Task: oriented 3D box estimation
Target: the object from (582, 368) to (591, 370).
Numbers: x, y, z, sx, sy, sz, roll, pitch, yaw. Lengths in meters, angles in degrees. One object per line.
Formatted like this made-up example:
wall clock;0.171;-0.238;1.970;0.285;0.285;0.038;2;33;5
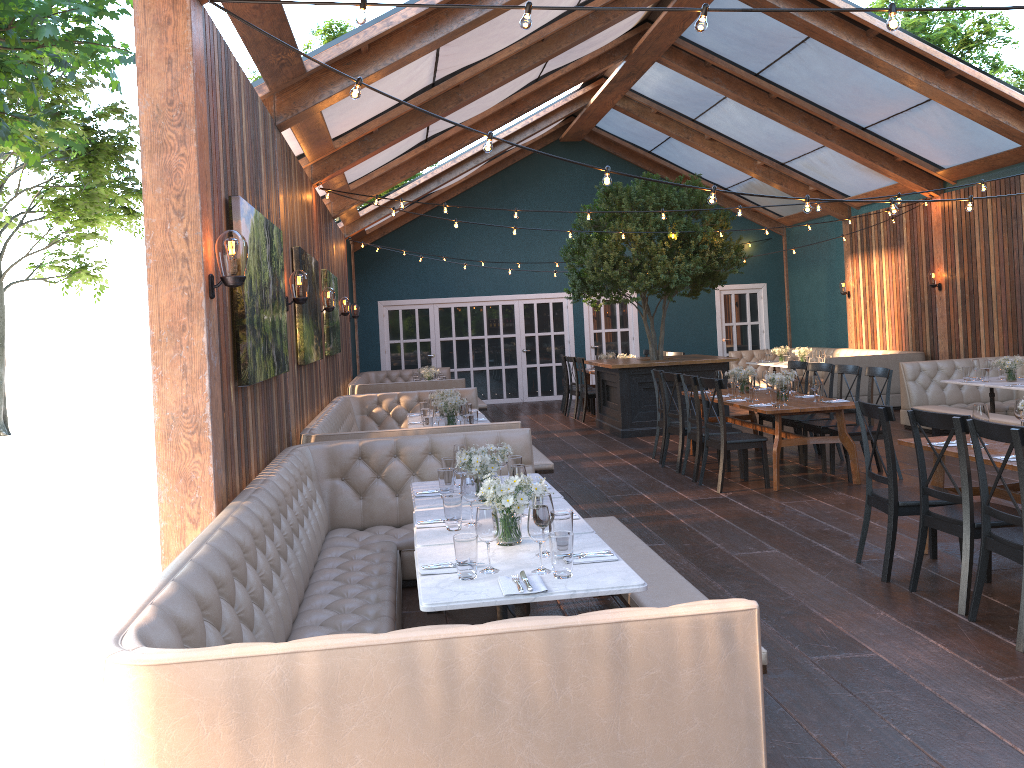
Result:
object;1.378;-0.276;15.957;0.255;0.019;0.158;-3;4;-7

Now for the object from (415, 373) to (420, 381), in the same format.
object;-1.677;-0.119;15.727;0.092;0.158;0.092;-3;1;-21

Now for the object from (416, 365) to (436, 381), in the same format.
object;-1.455;-0.172;15.227;0.337;0.309;0.329;-5;3;-42

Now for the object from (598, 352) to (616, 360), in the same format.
object;1.705;-0.420;15.692;0.329;0.309;0.336;-3;2;-9

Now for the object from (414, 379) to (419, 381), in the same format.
object;-1.482;0.003;13.762;0.092;0.158;0.092;-3;1;-21

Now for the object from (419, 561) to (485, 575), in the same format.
object;-0.233;0.700;3.415;0.255;0.019;0.158;-3;4;-7

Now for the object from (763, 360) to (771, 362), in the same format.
object;4.802;-0.433;16.586;0.157;0.019;0.255;-3;4;-7

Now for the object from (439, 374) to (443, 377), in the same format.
object;-1.196;-0.086;14.881;0.092;0.158;0.092;-3;1;-21

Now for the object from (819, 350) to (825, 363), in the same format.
object;5.122;-0.429;14.599;0.092;0.244;0.092;-3;1;41

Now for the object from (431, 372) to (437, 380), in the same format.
object;-1.220;-0.057;13.811;0.092;0.244;0.092;-3;1;41

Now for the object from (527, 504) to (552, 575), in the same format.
object;0.104;0.578;3.299;0.092;0.244;0.092;-3;1;35

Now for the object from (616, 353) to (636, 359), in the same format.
object;1.899;-0.362;14.676;0.329;0.309;0.337;-3;2;8

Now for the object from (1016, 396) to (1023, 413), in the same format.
object;3.085;0.218;5.087;0.328;0.309;0.337;-2;2;28

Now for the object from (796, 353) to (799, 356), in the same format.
object;5.051;-0.491;15.578;0.092;0.244;0.092;-3;1;41

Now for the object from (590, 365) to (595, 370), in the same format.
object;1.443;-0.339;15.805;0.091;0.158;0.092;-3;1;19

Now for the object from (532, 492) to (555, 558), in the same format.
object;0.126;0.562;3.534;0.092;0.244;0.092;-3;1;35

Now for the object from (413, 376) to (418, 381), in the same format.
object;-1.580;-0.045;14.551;0.092;0.158;0.092;-3;1;-21

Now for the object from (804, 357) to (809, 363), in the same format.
object;4.849;-0.370;14.564;0.092;0.158;0.092;-3;1;-21

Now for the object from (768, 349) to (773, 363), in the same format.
object;4.737;-0.516;16.198;0.092;0.244;0.092;-3;1;35

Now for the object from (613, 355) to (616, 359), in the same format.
object;1.845;-0.420;16.075;0.092;0.244;0.092;-3;1;35

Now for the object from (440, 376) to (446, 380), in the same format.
object;-1.101;-0.041;14.131;0.092;0.158;0.092;-3;1;-21

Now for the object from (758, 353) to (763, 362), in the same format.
object;4.647;-0.490;16.518;0.092;0.158;0.092;-3;1;-21

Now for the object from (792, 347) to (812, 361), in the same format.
object;4.981;-0.494;15.191;0.336;0.309;0.330;-1;2;35

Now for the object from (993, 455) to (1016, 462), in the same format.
object;2.785;0.398;4.832;0.255;0.019;0.158;-3;4;-7

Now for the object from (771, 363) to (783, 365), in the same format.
object;4.683;-0.355;15.506;0.255;0.019;0.158;-3;4;-7

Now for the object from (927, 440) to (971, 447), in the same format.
object;2.700;0.361;5.424;0.255;0.019;0.158;-3;4;-7

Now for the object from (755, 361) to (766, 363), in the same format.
object;4.596;-0.402;16.274;0.255;0.019;0.158;-3;4;-7

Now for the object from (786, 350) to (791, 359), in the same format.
object;4.825;-0.469;15.429;0.092;0.244;0.092;-3;1;41

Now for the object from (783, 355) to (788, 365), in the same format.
object;4.748;-0.418;15.354;0.092;0.158;0.092;-3;1;-21

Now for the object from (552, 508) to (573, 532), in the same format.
object;0.207;0.595;3.609;0.092;0.158;0.092;-3;1;-21

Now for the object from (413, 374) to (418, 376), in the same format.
object;-1.668;-0.092;15.322;0.092;0.158;0.092;-3;1;-21

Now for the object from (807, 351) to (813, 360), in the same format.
object;4.926;-0.422;14.639;0.092;0.244;0.092;-3;1;41

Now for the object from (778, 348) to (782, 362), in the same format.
object;4.952;-0.539;16.373;0.092;0.244;0.092;-3;1;35

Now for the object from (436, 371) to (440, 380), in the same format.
object;-1.191;-0.074;14.055;0.092;0.244;0.092;-3;1;41

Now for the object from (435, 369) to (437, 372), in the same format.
object;-1.288;-0.118;14.780;0.092;0.244;0.092;-3;1;41

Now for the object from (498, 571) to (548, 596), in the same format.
object;0.034;0.704;3.151;0.157;0.019;0.255;-3;4;-7

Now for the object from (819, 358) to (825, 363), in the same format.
object;5.225;-0.412;14.909;0.092;0.158;0.092;-3;1;-21

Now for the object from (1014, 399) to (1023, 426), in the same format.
object;3.191;0.216;5.528;0.092;0.244;0.092;-3;1;41

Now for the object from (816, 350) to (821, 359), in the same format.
object;5.143;-0.446;14.834;0.092;0.244;0.092;-3;1;41

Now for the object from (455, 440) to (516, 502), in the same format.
object;-0.149;0.464;4.712;0.329;0.309;0.337;-2;2;15

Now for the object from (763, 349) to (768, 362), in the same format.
object;4.720;-0.532;16.439;0.092;0.244;0.092;-3;1;35

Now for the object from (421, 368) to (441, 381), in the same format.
object;-1.338;-0.123;14.403;0.336;0.309;0.330;-1;2;35

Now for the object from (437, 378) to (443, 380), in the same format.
object;-1.110;-0.013;13.717;0.092;0.158;0.092;-3;1;-21

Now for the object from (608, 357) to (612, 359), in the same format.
object;1.639;-0.321;14.742;0.092;0.244;0.092;-3;1;41

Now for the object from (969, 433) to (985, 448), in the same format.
object;2.766;0.298;5.262;0.091;0.158;0.092;-2;1;39

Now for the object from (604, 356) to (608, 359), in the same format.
object;1.639;-0.359;15.317;0.092;0.244;0.092;-3;1;35

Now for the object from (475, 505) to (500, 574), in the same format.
object;-0.091;0.585;3.339;0.092;0.244;0.092;-3;1;35

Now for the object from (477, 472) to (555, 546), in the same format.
object;-0.011;0.520;3.769;0.329;0.309;0.336;-4;2;-33

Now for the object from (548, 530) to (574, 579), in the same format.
object;0.182;0.623;3.220;0.092;0.158;0.092;-3;1;-21

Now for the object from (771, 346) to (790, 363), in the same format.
object;4.864;-0.543;16.015;0.337;0.309;0.329;-5;3;-42

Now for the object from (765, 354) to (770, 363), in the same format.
object;4.660;-0.464;16.122;0.092;0.158;0.092;-3;1;-21

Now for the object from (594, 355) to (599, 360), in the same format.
object;1.520;-0.391;15.880;0.092;0.244;0.092;-3;1;35

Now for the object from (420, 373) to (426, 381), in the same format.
object;-1.392;-0.051;13.861;0.092;0.244;0.092;-3;1;41

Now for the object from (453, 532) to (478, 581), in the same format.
object;-0.168;0.637;3.264;0.092;0.158;0.092;-3;1;-21

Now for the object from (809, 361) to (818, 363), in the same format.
object;5.204;-0.381;15.502;0.255;0.019;0.158;-3;4;-7

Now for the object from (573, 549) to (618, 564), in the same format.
object;0.279;0.672;3.457;0.255;0.019;0.158;-3;4;-7

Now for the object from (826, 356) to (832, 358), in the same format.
object;5.199;-0.385;14.520;0.092;0.158;0.092;-3;1;-21

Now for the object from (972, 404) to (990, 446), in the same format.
object;2.840;0.245;5.355;0.092;0.244;0.092;-3;1;41
